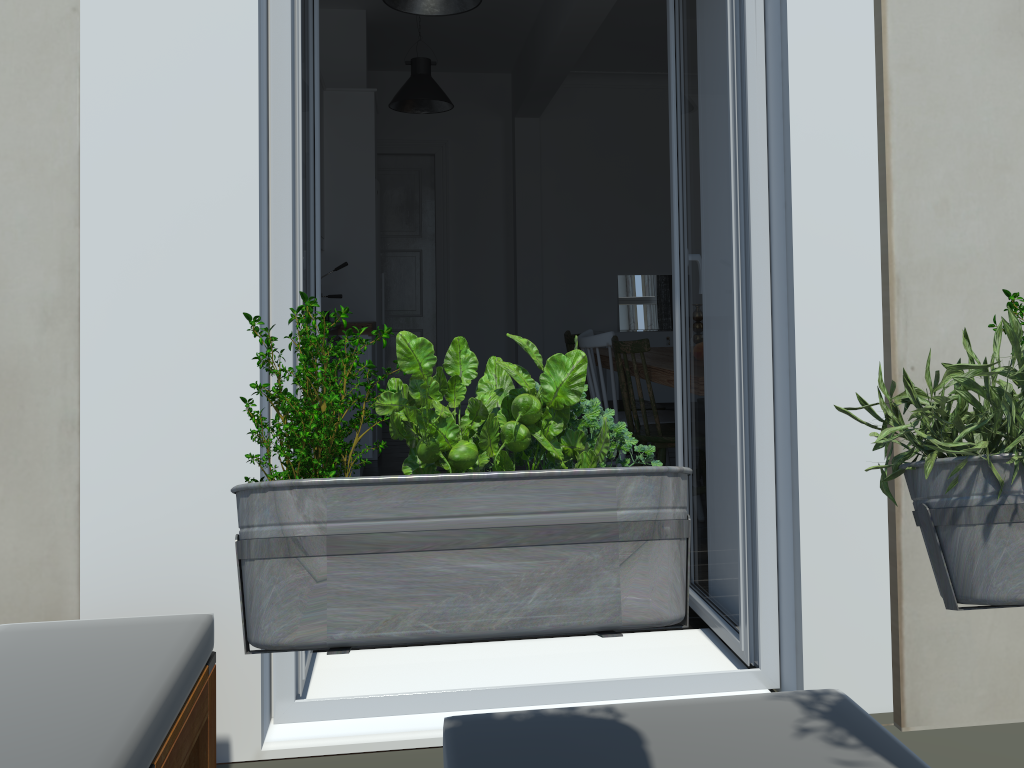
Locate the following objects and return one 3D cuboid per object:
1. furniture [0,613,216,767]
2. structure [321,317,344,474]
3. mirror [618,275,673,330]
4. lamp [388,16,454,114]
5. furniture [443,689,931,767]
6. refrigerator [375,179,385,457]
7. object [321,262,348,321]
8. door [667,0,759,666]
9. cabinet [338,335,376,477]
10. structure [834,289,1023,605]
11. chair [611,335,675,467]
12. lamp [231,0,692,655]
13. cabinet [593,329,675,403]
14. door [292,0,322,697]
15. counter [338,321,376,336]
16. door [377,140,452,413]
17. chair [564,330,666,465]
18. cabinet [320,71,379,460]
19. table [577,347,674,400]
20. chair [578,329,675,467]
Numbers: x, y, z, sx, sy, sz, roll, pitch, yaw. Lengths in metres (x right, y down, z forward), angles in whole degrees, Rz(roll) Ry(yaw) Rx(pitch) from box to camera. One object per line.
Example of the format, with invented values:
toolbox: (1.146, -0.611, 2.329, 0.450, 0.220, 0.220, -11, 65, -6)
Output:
furniture: (-0.710, 0.666, 1.216, 0.400, 0.375, 0.922, -1, 4, -7)
structure: (-1.201, 0.076, 4.410, 0.722, 1.022, 0.700, -1, 0, -7)
mirror: (1.327, -0.757, 8.143, 0.696, 0.504, 0.054, -1, -2, -7)
lamp: (-0.539, -2.097, 5.183, 0.386, 0.942, 0.384, -1, -1, 1)
furniture: (0.225, 0.664, 1.088, 0.600, 0.376, 0.401, -1, 2, -7)
refrigerator: (-1.199, -0.441, 5.888, 0.681, 1.807, 0.574, -1, -1, -7)
object: (-1.167, -0.555, 5.323, 0.353, 0.371, 0.205, -1, 0, -7)
door: (0.562, -0.328, 2.496, 0.105, 2.032, 0.584, -1, -1, -1)
cabinet: (-1.144, 0.212, 4.008, 0.729, 0.813, 3.192, -1, 4, 1)
structure: (0.665, 0.068, 1.046, 0.571, 0.379, 0.292, -2, 1, -18)
chair: (0.664, 0.217, 3.602, 0.486, 0.829, 0.467, -1, 0, -9)
lamp: (-0.214, -1.087, 2.223, 0.492, 2.514, 2.704, -1, 2, -7)
cabinet: (1.371, -0.111, 7.842, 1.200, 0.737, 0.590, -1, 1, -7)
door: (-0.561, -0.301, 2.353, 0.105, 2.032, 0.584, 0, -1, -13)
counter: (-1.091, -0.223, 4.023, 0.846, 0.074, 3.107, -1, 5, -7)
door: (-1.081, -0.952, 7.901, 1.042, 2.483, 0.115, -1, -2, -7)
chair: (0.522, 0.136, 4.564, 0.486, 0.830, 0.467, -1, 0, -9)
cabinet: (-1.167, -0.595, 4.354, 0.780, 2.372, 3.798, -1, 3, -3)
table: (0.985, 0.230, 4.028, 1.018, 0.716, 2.232, -1, 4, -7)
chair: (0.567, 0.170, 4.075, 0.510, 0.845, 0.465, -1, 0, -7)
